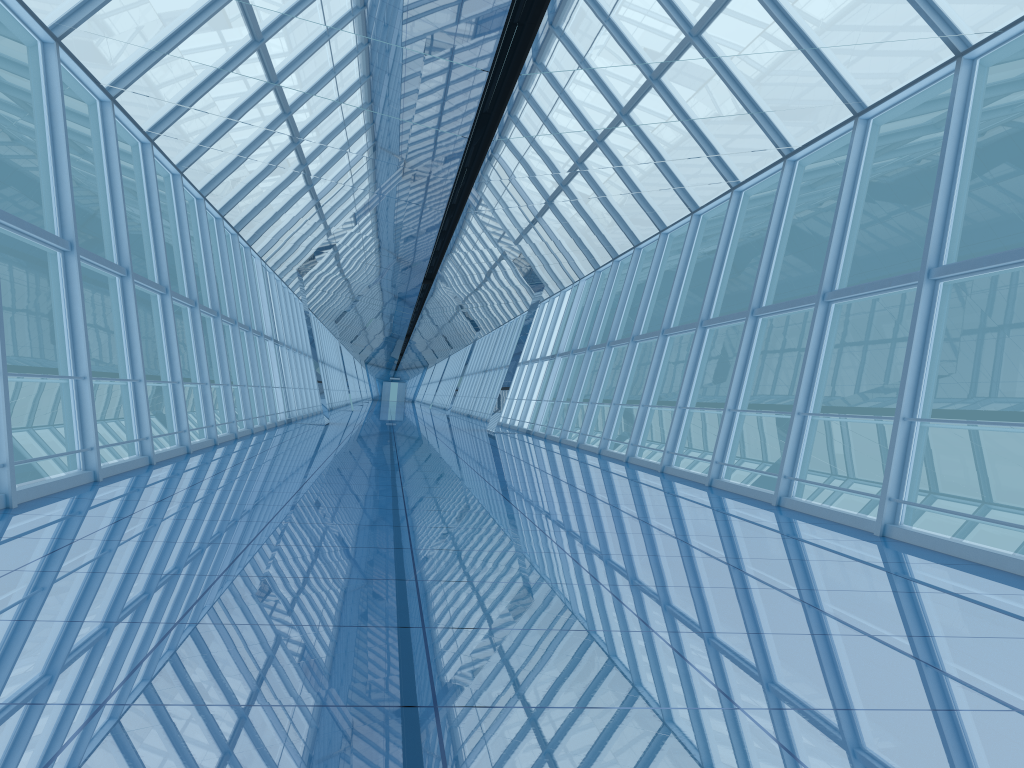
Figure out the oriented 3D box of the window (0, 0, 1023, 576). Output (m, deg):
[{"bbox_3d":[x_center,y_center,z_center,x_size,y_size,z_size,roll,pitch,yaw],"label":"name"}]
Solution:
[{"bbox_3d":[-6.716,-0.844,51.639,9.896,4.935,105.796,3,-1,-8],"label":"window"}]
